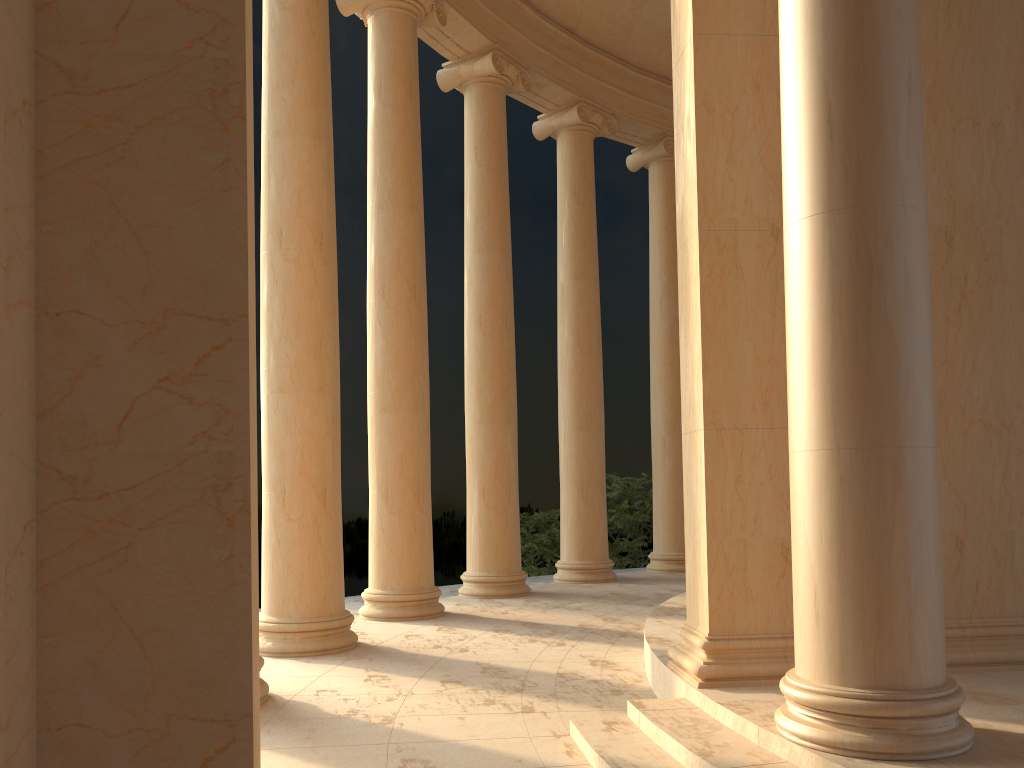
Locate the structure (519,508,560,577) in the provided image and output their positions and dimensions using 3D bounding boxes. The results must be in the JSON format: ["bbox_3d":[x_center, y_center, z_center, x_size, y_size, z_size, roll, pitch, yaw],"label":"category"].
[{"bbox_3d":[36.513,308.982,1514.315,149.261,187.721,156.244,-2,-4,7],"label":"structure"}]

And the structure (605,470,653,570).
[{"bbox_3d":[224.289,302.885,1602.108,247.130,298.528,238.601,-1,-4,-2],"label":"structure"}]
